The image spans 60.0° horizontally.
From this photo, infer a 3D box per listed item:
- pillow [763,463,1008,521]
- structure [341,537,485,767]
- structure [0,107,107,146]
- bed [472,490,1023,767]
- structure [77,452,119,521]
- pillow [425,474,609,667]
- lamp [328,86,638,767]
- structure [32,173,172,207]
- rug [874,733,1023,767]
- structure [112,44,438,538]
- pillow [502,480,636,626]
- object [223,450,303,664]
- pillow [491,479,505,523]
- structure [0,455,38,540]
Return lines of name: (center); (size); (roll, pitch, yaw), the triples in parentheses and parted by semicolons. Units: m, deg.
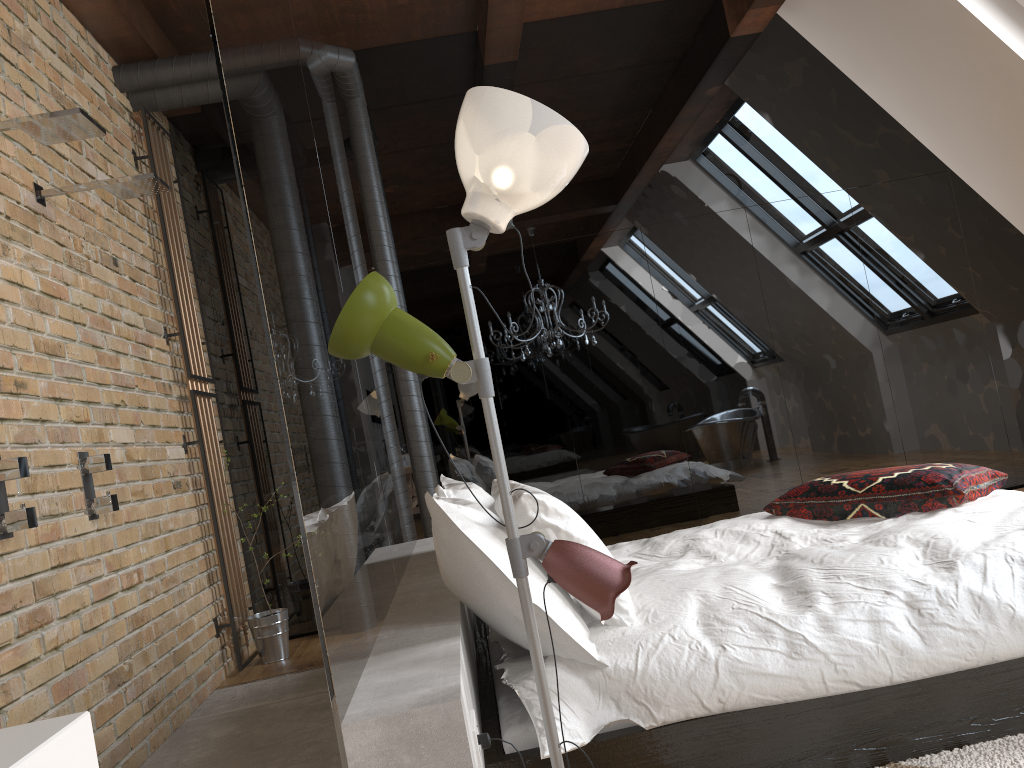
pillow: (1.376, 0.395, 3.293); (0.453, 0.157, 0.748); (-8, -4, -44)
structure: (-0.226, 0.892, 2.904); (0.206, 0.494, 2.820); (-11, -3, -4)
structure: (-1.480, -0.772, 2.641); (0.453, 0.079, 0.192); (-11, -3, -4)
bed: (0.935, 0.704, 3.113); (2.169, 0.442, 2.300); (-11, -3, -4)
structure: (-1.489, 0.359, 3.195); (0.092, 0.248, 0.090); (-11, -3, -4)
pillow: (-0.055, 0.530, 2.909); (0.358, 0.517, 1.746); (-11, -3, -5)
lamp: (-0.003, 0.229, 1.663); (0.561, 1.582, 0.270); (-11, -3, -7)
structure: (-1.517, -0.732, 3.263); (0.453, 0.079, 0.192); (-11, -3, -4)
rug: (1.360, 0.701, 0.513); (1.726, 0.019, 3.139); (-11, -3, -4)
structure: (-1.144, -0.178, 4.758); (1.189, 3.140, 0.829); (-11, -3, -4)
pillow: (0.132, 0.466, 2.516); (0.276, 0.397, 0.744); (-11, -3, -4)
object: (-1.228, 0.863, 4.695); (0.517, 1.117, 0.228); (-9, -4, -33)
pillow: (0.087, 0.540, 3.305); (0.291, 0.385, 0.748); (-11, -3, -4)
structure: (-1.452, 0.319, 2.573); (0.092, 0.248, 0.090); (-11, -3, -4)
